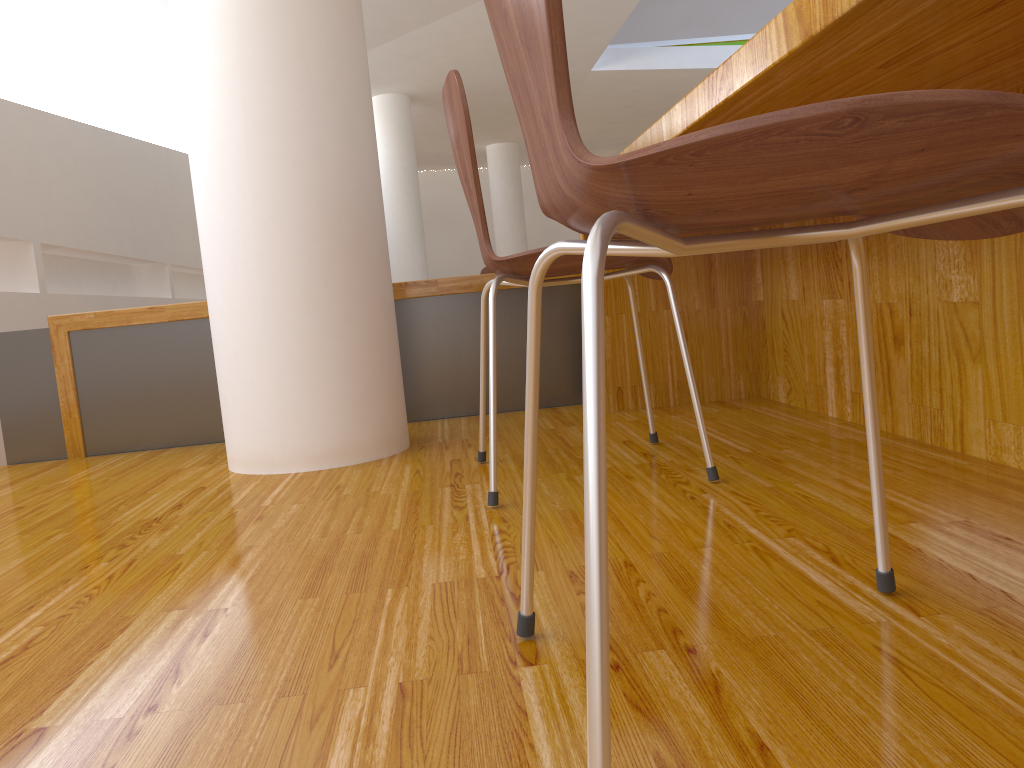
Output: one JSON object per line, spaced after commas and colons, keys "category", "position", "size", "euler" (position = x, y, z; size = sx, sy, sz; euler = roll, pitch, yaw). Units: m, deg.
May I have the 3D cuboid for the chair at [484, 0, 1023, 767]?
{"category": "chair", "position": [0.174, -0.102, 0.633], "size": [0.381, 0.693, 0.428], "euler": [-6, 5, -4]}

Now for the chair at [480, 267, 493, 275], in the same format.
{"category": "chair", "position": [0.062, -0.230, 4.284], "size": [0.428, 0.693, 0.381], "euler": [-6, 5, -4]}

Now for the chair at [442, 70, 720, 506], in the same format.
{"category": "chair", "position": [0.099, -0.185, 1.598], "size": [0.381, 0.693, 0.428], "euler": [-6, 5, -4]}

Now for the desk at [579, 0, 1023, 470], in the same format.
{"category": "desk", "position": [0.935, -0.225, 0.871], "size": [1.247, 0.762, 3.194], "euler": [-6, 5, -4]}

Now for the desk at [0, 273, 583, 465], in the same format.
{"category": "desk", "position": [0.183, -0.080, 3.009], "size": [3.356, 0.606, 0.760], "euler": [-6, 5, -4]}
